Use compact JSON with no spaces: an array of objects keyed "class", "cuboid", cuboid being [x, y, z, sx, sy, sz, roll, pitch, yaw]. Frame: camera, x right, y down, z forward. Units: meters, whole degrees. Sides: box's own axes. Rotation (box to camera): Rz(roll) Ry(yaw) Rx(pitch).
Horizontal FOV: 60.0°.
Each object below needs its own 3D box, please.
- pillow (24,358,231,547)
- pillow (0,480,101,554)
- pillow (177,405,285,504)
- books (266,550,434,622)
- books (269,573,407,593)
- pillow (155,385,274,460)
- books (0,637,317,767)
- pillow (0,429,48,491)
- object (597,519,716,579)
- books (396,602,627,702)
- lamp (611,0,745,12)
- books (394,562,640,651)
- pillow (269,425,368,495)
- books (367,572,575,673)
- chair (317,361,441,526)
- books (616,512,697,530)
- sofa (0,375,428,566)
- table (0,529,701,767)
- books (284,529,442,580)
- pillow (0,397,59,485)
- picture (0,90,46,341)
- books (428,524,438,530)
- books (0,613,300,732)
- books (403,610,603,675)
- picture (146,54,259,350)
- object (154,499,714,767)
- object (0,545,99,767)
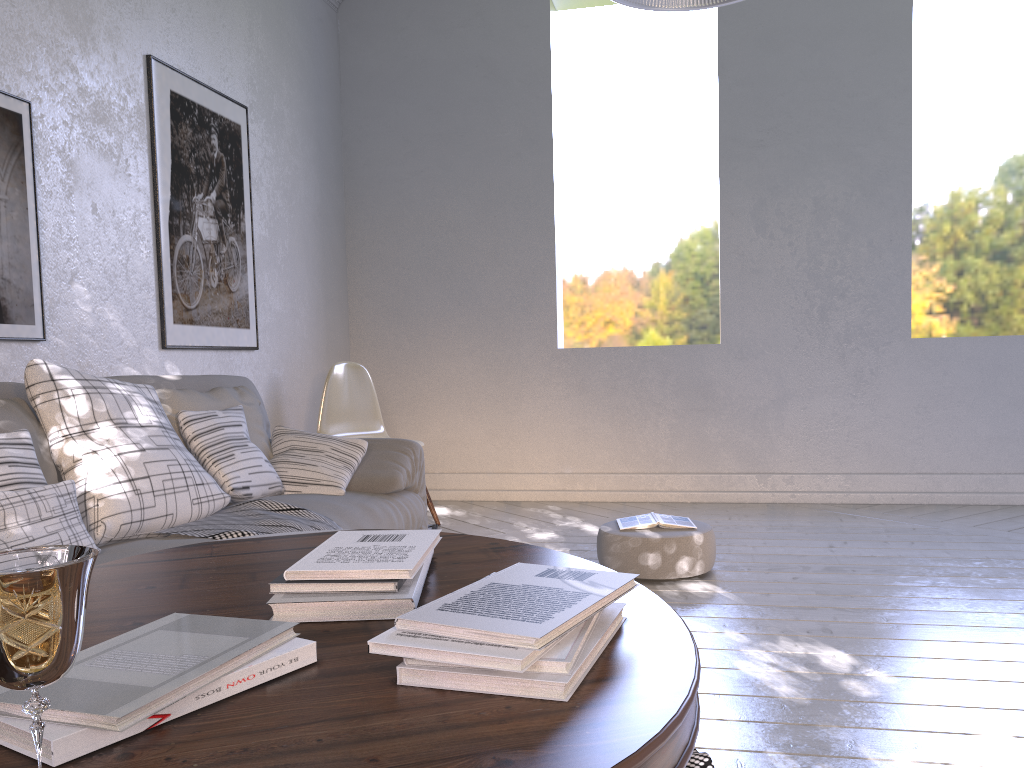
[{"class":"pillow","cuboid":[-0.814,0.137,1.876,0.219,0.386,0.454,-1,3,14]},{"class":"pillow","cuboid":[-0.806,0.246,1.478,0.070,0.167,0.284,-1,2,10]},{"class":"pillow","cuboid":[-0.706,0.187,2.255,0.154,0.257,0.312,-1,3,12]},{"class":"books","cuboid":[-0.174,0.223,1.024,0.148,0.021,0.279,-2,2,-1]},{"class":"books","cuboid":[-0.176,0.206,1.031,0.134,0.010,0.240,-1,2,4]},{"class":"pillow","cuboid":[-0.777,0.160,2.365,0.150,0.314,0.489,-1,2,12]},{"class":"books","cuboid":[-0.293,0.235,0.709,0.146,0.018,0.231,0,2,34]},{"class":"pillow","cuboid":[-0.882,0.209,1.492,0.129,0.270,0.310,0,3,16]},{"class":"object","cuboid":[0.461,0.518,2.842,0.377,0.135,0.376,-2,2,0]},{"class":"books","cuboid":[0.010,0.228,0.790,0.141,0.015,0.222,-1,2,19]},{"class":"lamp","cuboid":[0.315,-1.016,1.539,0.354,0.584,0.355,1,4,40]},{"class":"books","cuboid":[0.013,0.194,0.797,0.135,0.011,0.216,-1,2,29]},{"class":"pillow","cuboid":[-0.586,0.232,2.498,0.313,0.221,0.213,-1,3,11]},{"class":"books","cuboid":[-0.006,0.205,0.791,0.134,0.010,0.241,-1,2,24]},{"class":"chair","cuboid":[-0.564,0.254,3.725,0.414,0.707,0.367,1,5,41]},{"class":"books","cuboid":[0.460,0.437,2.843,0.238,0.024,0.174,-1,2,3]},{"class":"sofa","cuboid":[-0.799,0.325,1.887,0.764,0.684,1.862,-1,2,12]},{"class":"table","cuboid":[-0.204,0.454,0.934,0.737,0.433,0.949,-2,2,-18]},{"class":"books","cuboid":[-0.164,0.195,1.027,0.136,0.010,0.214,-1,2,4]},{"class":"pillow","cuboid":[-0.961,0.188,1.528,0.150,0.314,0.490,-1,2,13]},{"class":"picture","cuboid":[-1.337,-0.428,2.156,0.019,0.640,0.487,-1,3,12]},{"class":"books","cuboid":[-0.391,0.530,3.105,0.251,0.012,0.311,-2,2,-3]},{"class":"books","cuboid":[-0.286,0.221,0.703,0.135,0.011,0.214,-1,2,19]},{"class":"books","cuboid":[0.004,0.215,0.796,0.135,0.010,0.214,-1,2,14]},{"class":"picture","cuboid":[-1.104,-0.605,3.222,0.019,0.959,0.627,-1,3,12]},{"class":"object","cuboid":[-0.290,0.472,1.757,1.495,0.396,0.496,0,3,42]},{"class":"object","cuboid":[-0.286,0.177,0.530,0.076,0.149,0.076,-1,4,8]}]
